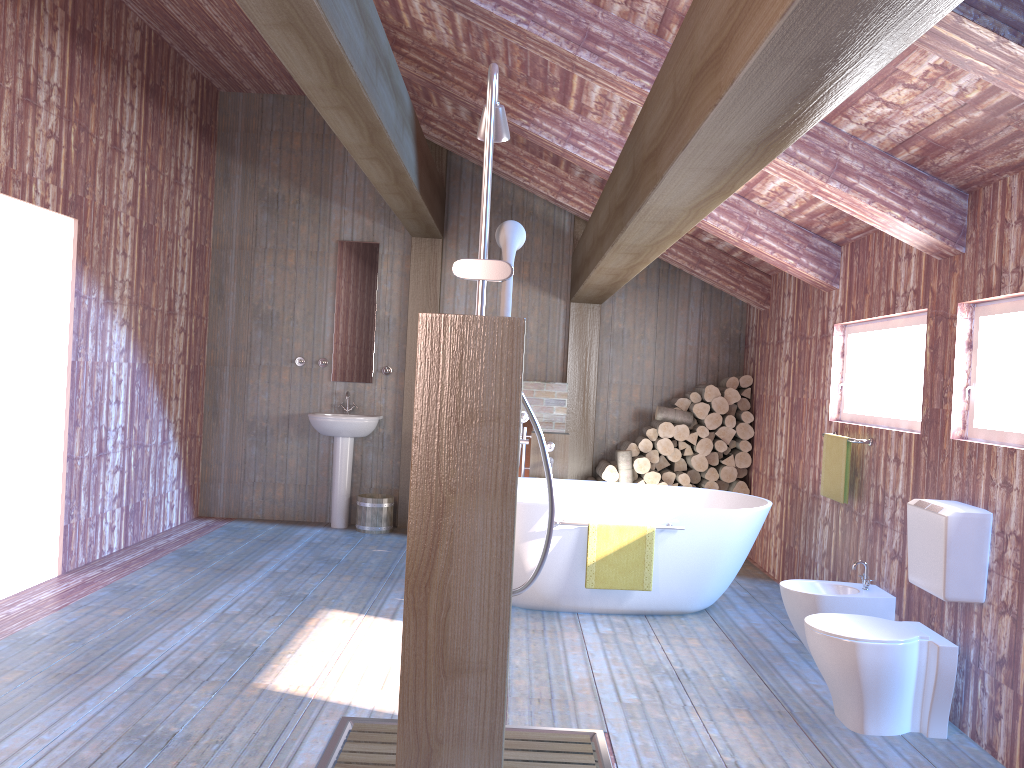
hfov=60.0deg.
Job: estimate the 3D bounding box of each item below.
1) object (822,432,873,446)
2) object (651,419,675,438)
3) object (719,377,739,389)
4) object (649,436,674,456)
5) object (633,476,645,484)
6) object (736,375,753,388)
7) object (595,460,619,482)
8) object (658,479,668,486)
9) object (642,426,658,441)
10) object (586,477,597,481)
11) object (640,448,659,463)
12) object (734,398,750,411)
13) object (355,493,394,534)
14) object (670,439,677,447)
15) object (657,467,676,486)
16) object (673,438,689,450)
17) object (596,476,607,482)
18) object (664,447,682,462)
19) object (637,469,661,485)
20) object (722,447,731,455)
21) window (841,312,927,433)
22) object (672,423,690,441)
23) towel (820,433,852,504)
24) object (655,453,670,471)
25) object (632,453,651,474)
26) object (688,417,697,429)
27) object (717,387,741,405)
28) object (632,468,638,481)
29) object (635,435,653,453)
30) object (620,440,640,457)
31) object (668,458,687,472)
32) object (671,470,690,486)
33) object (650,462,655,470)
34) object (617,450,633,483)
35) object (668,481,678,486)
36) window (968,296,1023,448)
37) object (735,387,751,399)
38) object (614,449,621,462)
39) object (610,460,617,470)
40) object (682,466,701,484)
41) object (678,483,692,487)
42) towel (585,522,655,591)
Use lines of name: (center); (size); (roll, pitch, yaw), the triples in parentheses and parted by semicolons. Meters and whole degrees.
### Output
object: (1.850, 0.301, 4.942); (0.091, 0.043, 0.581); (3, 0, 1)
object: (1.239, 0.362, 7.300); (0.135, 0.145, 0.439); (3, 0, 1)
object: (1.793, 0.000, 7.327); (0.104, 0.121, 0.270); (3, 0, 1)
object: (1.219, 0.499, 7.295); (0.141, 0.143, 0.437); (3, 0, -1)
object: (0.998, 0.846, 7.326); (0.155, 0.174, 0.483); (3, 0, -1)
object: (1.900, -0.018, 7.328); (0.112, 0.113, 0.271); (3, 0, 0)
object: (0.782, 0.714, 7.312); (0.139, 0.137, 0.455); (3, 0, -1)
object: (1.203, 0.829, 7.297); (0.098, 0.100, 0.437); (3, 0, -1)
object: (1.139, 0.405, 7.305); (0.106, 0.112, 0.282); (3, 0, 1)
object: (0.671, 0.834, 7.355); (0.101, 0.103, 0.242); (3, 0, 1)
object: (1.134, 0.584, 7.308); (0.111, 0.113, 0.301); (3, 0, 0)
object: (1.886, 0.164, 7.329); (0.107, 0.115, 0.269); (3, 0, 2)
object: (-1.133, 1.071, 7.329); (0.309, 0.290, 0.308); (3, 1, 11)
object: (1.314, 0.482, 7.281); (0.057, 0.061, 0.156); (3, 0, 0)
object: (1.267, 0.757, 7.303); (0.114, 0.120, 0.303); (3, 0, 1)
object: (1.389, 0.495, 7.296); (0.088, 0.092, 0.280); (3, 0, 1)
object: (0.770, 0.844, 7.302); (0.137, 0.133, 0.437); (3, 0, -1)
object: (1.313, 0.568, 7.294); (0.115, 0.123, 0.291); (3, 0, 1)
object: (1.124, 0.758, 7.316); (0.139, 0.148, 0.458); (3, 0, 1)
object: (1.742, 0.541, 7.285); (0.067, 0.069, 0.177); (3, 0, 0)
window: (2.003, -0.060, 4.715); (0.054, 0.587, 1.255); (3, 0, 1)
object: (1.353, 0.382, 7.300); (0.138, 0.147, 0.440); (3, 0, 1)
towel: (1.806, 0.466, 4.949); (0.032, 0.361, 0.370); (3, 0, 1)
object: (1.232, 0.640, 7.395); (0.128, 0.150, 0.323); (3, 0, 1)
object: (1.042, 0.645, 7.300); (0.138, 0.147, 0.440); (3, 0, 1)
object: (1.459, 0.309, 7.393); (0.121, 0.124, 0.291); (3, 0, 1)
object: (1.768, 0.097, 7.314); (0.133, 0.142, 0.456); (3, 0, 1)
object: (0.974, 0.740, 7.394); (0.121, 0.124, 0.291); (3, 0, 1)
object: (1.081, 0.492, 7.291); (0.115, 0.123, 0.291); (3, 0, 1)
object: (0.975, 0.532, 7.340); (0.114, 0.113, 0.301); (3, 0, -2)
object: (1.381, 0.663, 7.397); (0.104, 0.127, 0.321); (3, 0, 1)
object: (1.370, 0.759, 7.298); (0.098, 0.100, 0.437); (3, 0, -1)
object: (1.136, 0.666, 7.309); (0.064, 0.068, 0.174); (3, 0, 0)
object: (0.908, 0.682, 7.130); (0.147, 0.298, 0.109); (3, 0, 3)
object: (1.295, 0.836, 7.303); (0.086, 0.089, 0.279); (3, 0, -2)
window: (1.970, -0.046, 3.169); (0.054, 0.587, 1.255); (3, 0, 1)
object: (1.900, 0.068, 7.344); (0.081, 0.100, 0.281); (3, 0, 0)
object: (0.923, 0.613, 7.409); (0.108, 0.113, 0.302); (3, 0, 1)
object: (0.877, 0.693, 7.408); (0.099, 0.093, 0.280); (3, 0, 1)
object: (1.483, 0.755, 7.398); (0.116, 0.118, 0.289); (3, 0, -2)
object: (1.404, 0.857, 7.304); (0.111, 0.113, 0.301); (3, 0, -1)
towel: (0.590, 0.943, 4.842); (0.370, 0.361, 0.032); (3, 0, -3)
